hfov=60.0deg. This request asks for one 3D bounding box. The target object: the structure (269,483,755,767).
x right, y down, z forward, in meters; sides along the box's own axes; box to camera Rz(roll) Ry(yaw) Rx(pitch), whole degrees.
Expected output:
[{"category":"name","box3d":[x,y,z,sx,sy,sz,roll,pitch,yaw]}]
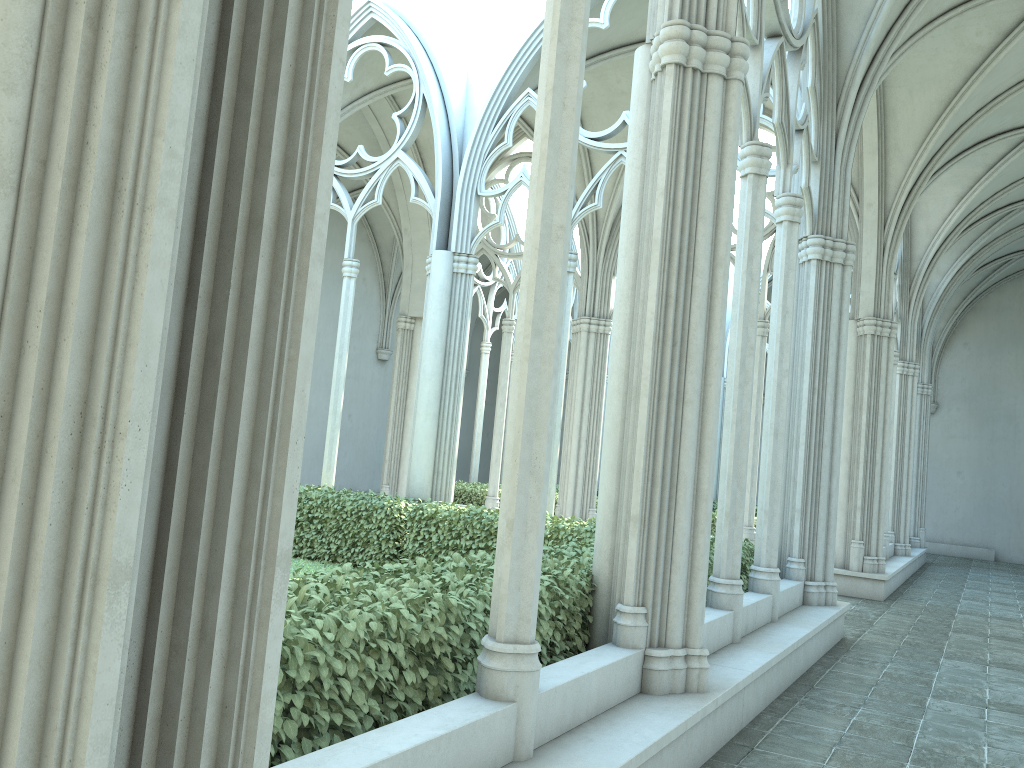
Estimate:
[{"category":"structure","box3d":[-2.771,1.391,7.409,7.995,0.963,8.018,3,-5,29]}]

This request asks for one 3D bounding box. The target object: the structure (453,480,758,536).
[{"category":"structure","box3d":[3.406,2.907,18.822,7.995,0.963,8.018,3,-5,29]}]
